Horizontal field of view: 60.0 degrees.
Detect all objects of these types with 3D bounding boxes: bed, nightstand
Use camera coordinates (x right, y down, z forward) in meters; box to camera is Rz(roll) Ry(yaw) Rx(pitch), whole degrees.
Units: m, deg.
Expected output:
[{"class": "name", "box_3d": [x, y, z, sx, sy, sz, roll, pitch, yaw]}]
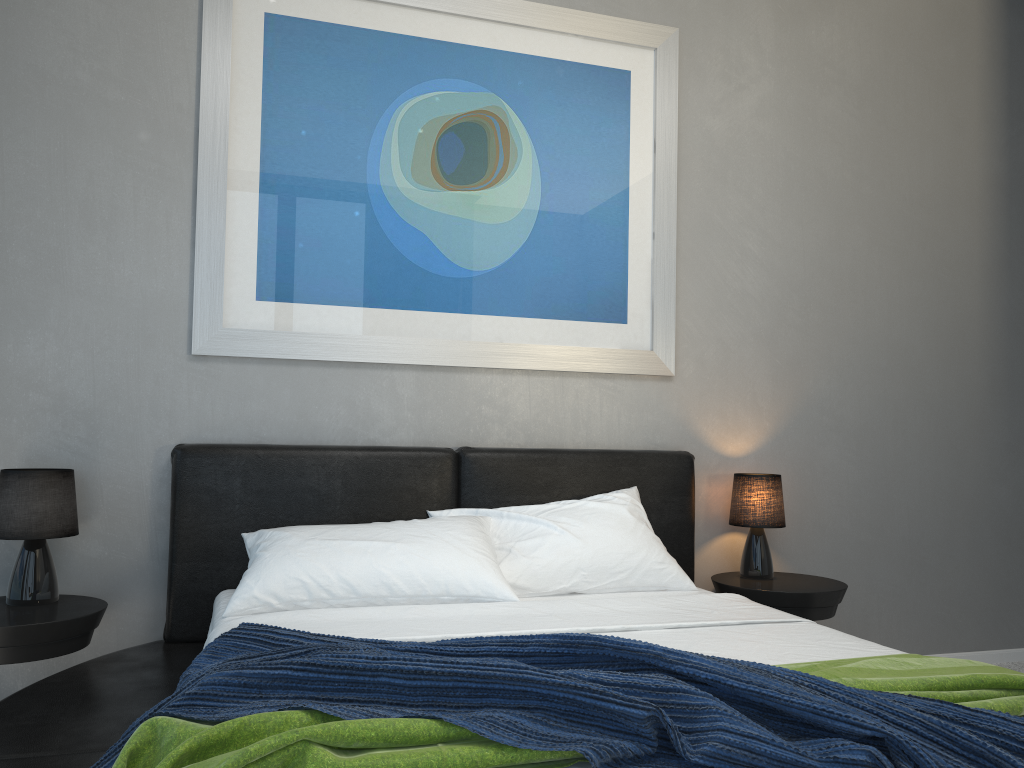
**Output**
[{"class": "bed", "box_3d": [0.164, 0.625, 2.009, 2.755, 0.933, 2.619, 2, -4, -18]}, {"class": "nightstand", "box_3d": [1.005, 0.966, 3.355, 0.496, 0.440, 0.497, 1, -3, 11]}, {"class": "nightstand", "box_3d": [-1.446, 0.871, 2.557, 0.497, 0.440, 0.497, 1, -3, -7]}]

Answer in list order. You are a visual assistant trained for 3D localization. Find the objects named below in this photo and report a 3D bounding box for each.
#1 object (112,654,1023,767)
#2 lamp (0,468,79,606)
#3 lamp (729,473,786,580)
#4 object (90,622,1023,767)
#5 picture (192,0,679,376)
[{"class": "object", "box_3d": [0.305, 0.674, 1.553, 2.302, 0.342, 0.646, 2, -3, -18]}, {"class": "lamp", "box_3d": [-1.439, 0.458, 2.678, 0.219, 0.400, 0.242, -1, -3, 41]}, {"class": "lamp", "box_3d": [0.954, 0.551, 3.453, 0.209, 0.400, 0.219, 3, -3, -37]}, {"class": "object", "box_3d": [0.181, 0.720, 1.409, 2.154, 0.567, 0.686, 0, -3, 24]}, {"class": "picture", "box_3d": [-0.202, -0.763, 3.272, 1.800, 1.399, 0.025, 2, -2, -18]}]
